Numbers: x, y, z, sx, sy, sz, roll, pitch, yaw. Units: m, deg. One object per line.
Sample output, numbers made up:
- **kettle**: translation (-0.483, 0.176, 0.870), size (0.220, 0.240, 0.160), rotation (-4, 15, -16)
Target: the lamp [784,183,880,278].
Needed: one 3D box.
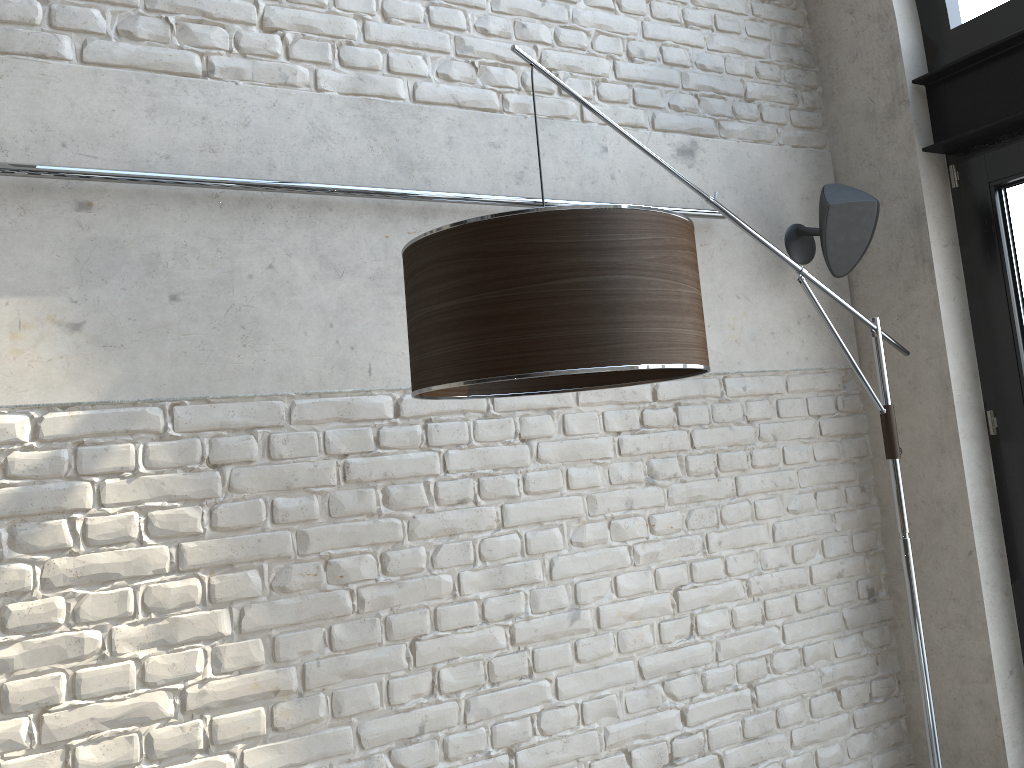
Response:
- **lamp**: translation (1.036, -0.497, 2.894), size (0.178, 0.308, 0.355), rotation (-4, -6, -10)

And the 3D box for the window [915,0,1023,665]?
- **window**: translation (1.214, -1.268, 0.489), size (2.869, 5.535, 4.249), rotation (-1, -7, -28)

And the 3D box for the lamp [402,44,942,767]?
- **lamp**: translation (0.614, 0.487, 2.026), size (1.844, 2.346, 0.553), rotation (1, -9, -41)
